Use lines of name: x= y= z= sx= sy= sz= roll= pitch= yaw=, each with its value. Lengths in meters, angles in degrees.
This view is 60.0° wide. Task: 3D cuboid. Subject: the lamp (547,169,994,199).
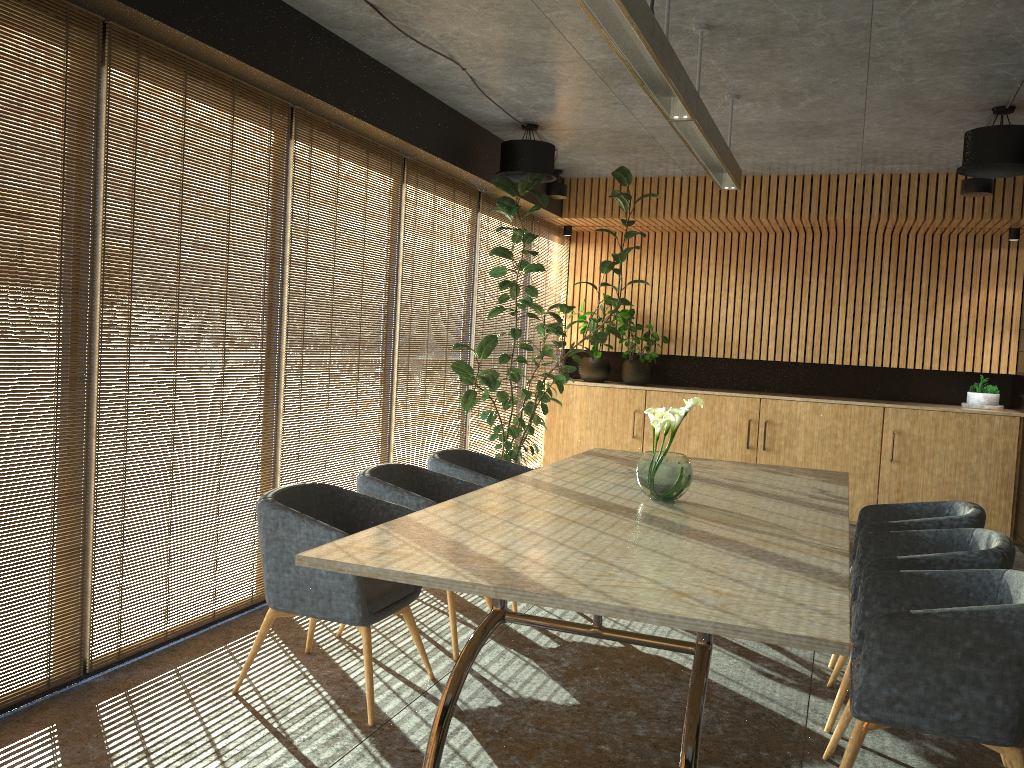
lamp: x=2.285 y=-1.956 z=8.528 sx=4.179 sy=0.294 sz=0.257 roll=4 pitch=3 yaw=21

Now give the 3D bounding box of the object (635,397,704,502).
object: x=0.806 y=0.331 z=4.627 sx=0.295 sy=0.546 sz=0.322 roll=5 pitch=3 yaw=30

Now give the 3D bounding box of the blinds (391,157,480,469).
blinds: x=-0.639 y=-0.249 z=7.525 sx=0.039 sy=3.038 sz=1.422 roll=4 pitch=3 yaw=21

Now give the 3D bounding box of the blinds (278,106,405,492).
blinds: x=-1.158 y=-0.208 z=6.152 sx=0.039 sy=3.038 sz=1.422 roll=4 pitch=3 yaw=21

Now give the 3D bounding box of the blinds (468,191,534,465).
blinds: x=-0.111 y=-0.291 z=8.921 sx=0.039 sy=3.038 sz=1.422 roll=4 pitch=3 yaw=21

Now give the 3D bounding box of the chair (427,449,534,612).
chair: x=-0.187 y=0.941 z=5.960 sx=0.761 sy=0.944 sz=0.706 roll=4 pitch=3 yaw=21

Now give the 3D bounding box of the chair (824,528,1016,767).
chair: x=1.923 y=1.143 z=4.205 sx=0.761 sy=0.944 sz=0.706 roll=4 pitch=3 yaw=21

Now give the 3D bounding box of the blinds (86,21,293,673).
blinds: x=-2.217 y=-0.050 z=2.242 sx=1.388 sy=3.075 sz=6.486 roll=3 pitch=3 yaw=2

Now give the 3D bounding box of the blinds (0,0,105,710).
blinds: x=-2.190 y=-0.127 z=3.426 sx=0.039 sy=3.038 sz=1.422 roll=4 pitch=3 yaw=21

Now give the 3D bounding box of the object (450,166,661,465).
object: x=0.117 y=-0.324 z=8.261 sx=1.875 sy=3.266 sz=1.958 roll=1 pitch=3 yaw=-31

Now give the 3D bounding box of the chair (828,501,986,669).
chair: x=2.242 y=1.118 z=5.046 sx=0.761 sy=0.944 sz=0.706 roll=4 pitch=3 yaw=21

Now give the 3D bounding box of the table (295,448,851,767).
table: x=0.762 y=1.066 z=4.642 sx=1.816 sy=0.927 sz=3.932 roll=4 pitch=3 yaw=21

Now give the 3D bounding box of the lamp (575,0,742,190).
lamp: x=0.887 y=-1.657 z=4.528 sx=0.151 sy=0.618 sz=4.009 roll=4 pitch=3 yaw=21

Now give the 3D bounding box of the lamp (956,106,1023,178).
lamp: x=3.379 y=-1.690 z=6.137 sx=0.513 sy=0.497 sz=0.513 roll=1 pitch=4 yaw=-40

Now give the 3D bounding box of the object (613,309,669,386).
object: x=1.412 y=-0.428 z=10.229 sx=0.679 sy=0.880 sz=0.512 roll=4 pitch=3 yaw=24

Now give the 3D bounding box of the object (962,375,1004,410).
object: x=4.853 y=0.081 z=9.127 sx=0.384 sy=0.347 sz=0.384 roll=6 pitch=4 yaw=43

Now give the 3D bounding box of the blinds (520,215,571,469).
blinds: x=0.408 y=-0.332 z=10.294 sx=0.039 sy=3.038 sz=1.422 roll=4 pitch=3 yaw=21

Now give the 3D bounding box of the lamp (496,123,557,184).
lamp: x=0.131 y=-1.927 z=7.358 sx=0.513 sy=0.497 sz=0.513 roll=3 pitch=3 yaw=-9

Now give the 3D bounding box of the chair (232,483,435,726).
chair: x=-0.824 y=0.991 z=4.278 sx=0.761 sy=0.944 sz=0.706 roll=4 pitch=3 yaw=21

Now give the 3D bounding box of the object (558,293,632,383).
object: x=0.942 y=-0.551 z=10.419 sx=0.640 sy=1.054 sz=0.666 roll=2 pitch=3 yaw=-28

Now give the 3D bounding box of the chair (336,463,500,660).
chair: x=-0.505 y=0.966 z=5.119 sx=0.761 sy=0.944 sz=0.706 roll=4 pitch=3 yaw=21

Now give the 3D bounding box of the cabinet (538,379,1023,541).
cabinet: x=2.754 y=0.741 z=9.864 sx=4.954 sy=1.272 sz=1.006 roll=4 pitch=3 yaw=21

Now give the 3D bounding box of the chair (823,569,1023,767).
chair: x=1.605 y=1.169 z=3.364 sx=0.761 sy=0.944 sz=0.706 roll=4 pitch=3 yaw=21
